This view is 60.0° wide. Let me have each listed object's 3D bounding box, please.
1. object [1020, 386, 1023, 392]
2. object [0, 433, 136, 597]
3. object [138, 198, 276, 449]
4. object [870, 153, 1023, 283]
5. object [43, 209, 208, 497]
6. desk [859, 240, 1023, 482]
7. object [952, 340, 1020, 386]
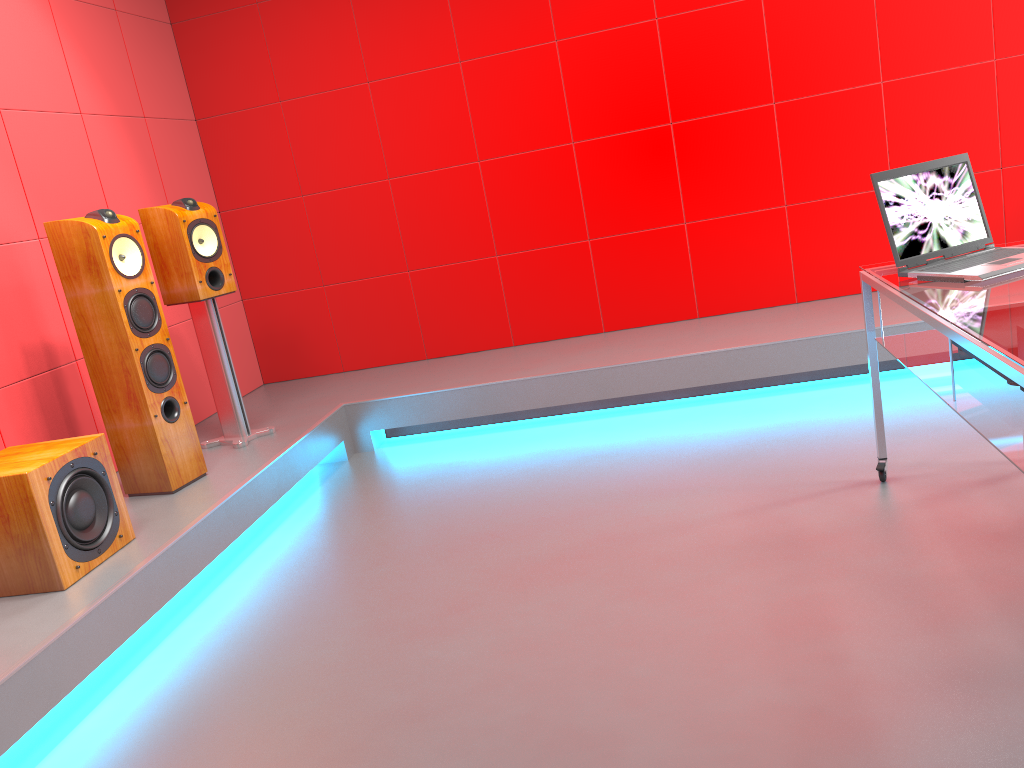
[{"bbox_3d":[1.243,-0.019,1.680,0.371,0.158,0.431,-8,13,12],"label":"object"},{"bbox_3d":[-1.440,0.394,2.688,0.360,0.360,0.360,-8,13,12],"label":"object"},{"bbox_3d":[-1.305,-0.259,3.807,0.265,1.058,0.231,-3,15,31],"label":"object"},{"bbox_3d":[1.202,-0.444,2.309,0.342,0.285,0.340,-15,14,-18],"label":"object"},{"bbox_3d":[-1.415,-0.113,3.288,0.238,1.052,0.203,-6,14,21],"label":"object"},{"bbox_3d":[1.255,0.138,1.954,0.594,0.690,1.617,-8,13,12],"label":"desk"},{"bbox_3d":[1.325,-0.112,2.158,0.365,0.092,0.435,-8,13,12],"label":"object"}]
